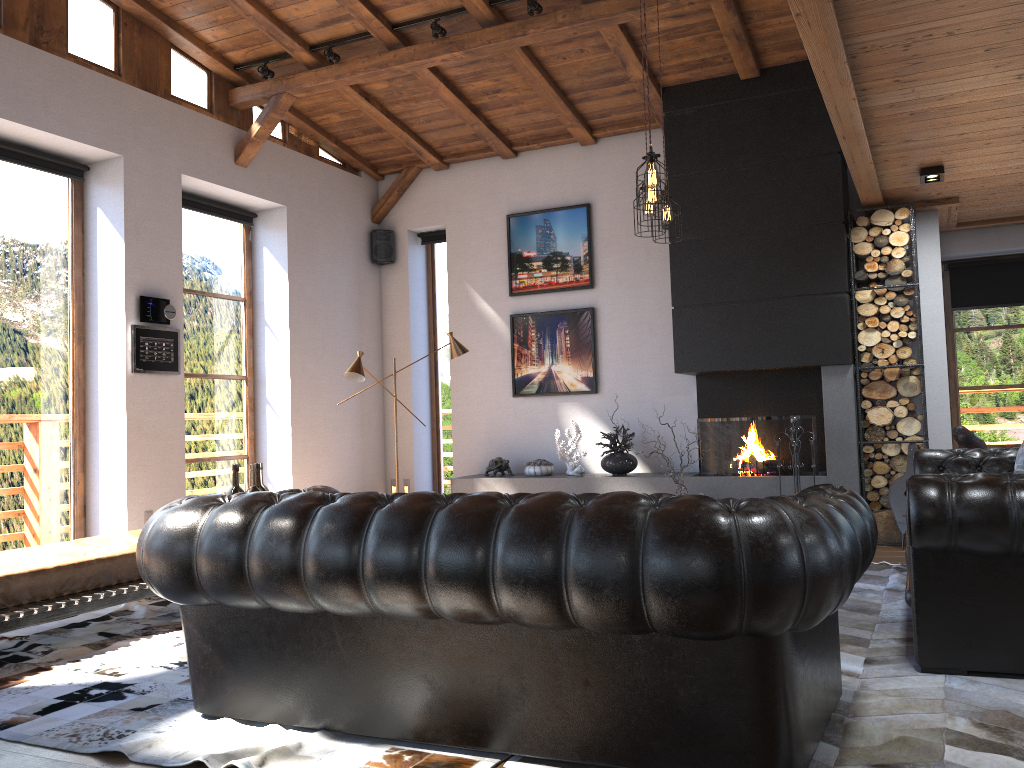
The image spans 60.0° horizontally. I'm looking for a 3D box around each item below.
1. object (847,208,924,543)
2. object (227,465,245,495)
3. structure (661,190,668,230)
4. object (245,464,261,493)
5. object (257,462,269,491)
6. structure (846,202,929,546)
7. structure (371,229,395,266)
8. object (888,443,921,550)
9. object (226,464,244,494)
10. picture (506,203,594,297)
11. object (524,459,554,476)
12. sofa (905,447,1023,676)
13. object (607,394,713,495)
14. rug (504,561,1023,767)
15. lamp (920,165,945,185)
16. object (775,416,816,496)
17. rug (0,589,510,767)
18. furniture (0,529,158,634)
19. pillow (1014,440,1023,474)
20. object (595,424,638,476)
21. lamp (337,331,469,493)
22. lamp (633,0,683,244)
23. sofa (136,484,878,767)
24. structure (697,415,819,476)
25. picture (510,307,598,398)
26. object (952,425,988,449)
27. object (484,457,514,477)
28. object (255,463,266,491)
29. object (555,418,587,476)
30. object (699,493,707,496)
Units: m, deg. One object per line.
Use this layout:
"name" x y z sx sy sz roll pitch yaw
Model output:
"object" 3.005 -0.061 7.050 0.489 2.614 0.470 -3 -3 25
"object" -1.303 0.524 4.192 0.088 0.286 0.086 0 -3 -25
"structure" 1.438 -1.584 8.013 0.211 0.350 0.215 -3 -3 25
"object" -1.211 0.519 4.146 0.087 0.286 0.087 -2 -3 2
"object" -1.232 0.528 4.341 0.086 0.286 0.088 -4 -4 35
"structure" 3.006 -0.068 7.039 0.497 2.619 0.516 -3 -3 25
"structure" -1.354 -1.433 9.286 0.211 0.350 0.215 -3 -3 25
"object" 2.986 0.838 6.668 0.267 0.795 0.264 -2 -3 8
"object" -1.333 0.529 4.279 0.086 0.286 0.088 -4 -4 37
"picture" 0.358 -1.289 8.584 0.871 0.816 0.036 -3 -3 24
"object" 0.248 0.779 8.276 0.278 0.161 0.261 -3 -3 27
"sofa" 2.578 0.720 4.289 1.228 0.839 2.588 -3 -3 25
"object" 0.802 0.446 4.443 0.401 0.808 0.627 -4 -4 36
"rug" 1.939 1.123 3.974 2.408 0.053 4.080 -3 -3 26
"lamp" 2.930 -1.463 6.183 0.154 0.068 0.263 -3 -3 25
"object" 2.193 0.755 6.818 0.310 1.018 0.305 -1 -3 -20
"rug" -1.356 1.250 4.255 3.772 0.053 2.454 -3 -3 26
"furniture" -2.442 1.127 4.979 1.164 0.437 2.784 -3 -3 25
"pillow" 2.823 0.419 4.726 0.280 0.469 0.533 -4 -3 28
"object" 0.952 0.587 7.934 0.337 0.455 0.337 0 -4 -39
"lamp" -0.990 0.468 7.861 1.338 1.900 0.521 1 -4 -44
"lamp" 0.793 -1.987 5.223 0.260 2.203 0.807 -3 -3 16
"sofa" -0.086 0.765 3.137 2.542 0.839 1.250 -3 -3 24
"structure" 2.003 0.530 7.329 0.973 0.515 0.185 -3 -3 24
"picture" 0.392 -0.296 8.529 0.871 0.816 0.036 -3 -3 24
"object" 3.015 0.427 5.810 0.250 0.319 0.148 -1 -3 -24
"object" -0.118 0.786 8.421 0.228 0.183 0.402 -1 -3 -21
"object" -1.218 0.523 4.245 0.087 0.286 0.088 -2 -3 3
"object" 0.530 0.579 8.055 0.260 0.532 0.426 -2 -3 -6
"object" 1.403 1.092 7.066 0.388 0.431 0.379 0 -4 -39
